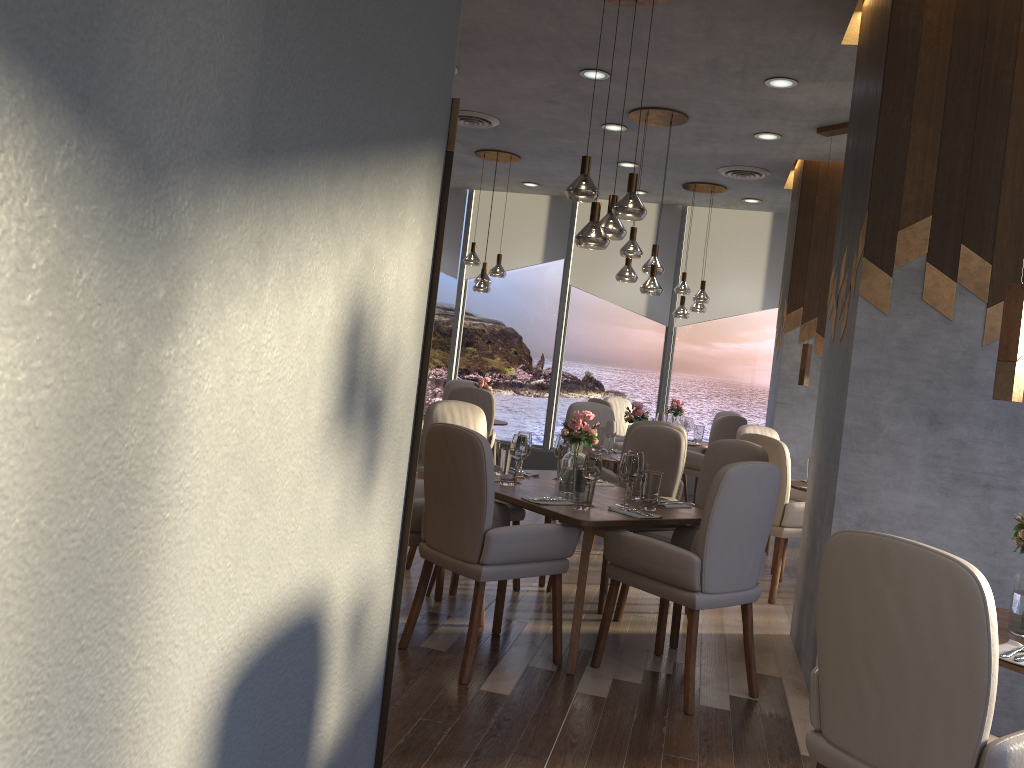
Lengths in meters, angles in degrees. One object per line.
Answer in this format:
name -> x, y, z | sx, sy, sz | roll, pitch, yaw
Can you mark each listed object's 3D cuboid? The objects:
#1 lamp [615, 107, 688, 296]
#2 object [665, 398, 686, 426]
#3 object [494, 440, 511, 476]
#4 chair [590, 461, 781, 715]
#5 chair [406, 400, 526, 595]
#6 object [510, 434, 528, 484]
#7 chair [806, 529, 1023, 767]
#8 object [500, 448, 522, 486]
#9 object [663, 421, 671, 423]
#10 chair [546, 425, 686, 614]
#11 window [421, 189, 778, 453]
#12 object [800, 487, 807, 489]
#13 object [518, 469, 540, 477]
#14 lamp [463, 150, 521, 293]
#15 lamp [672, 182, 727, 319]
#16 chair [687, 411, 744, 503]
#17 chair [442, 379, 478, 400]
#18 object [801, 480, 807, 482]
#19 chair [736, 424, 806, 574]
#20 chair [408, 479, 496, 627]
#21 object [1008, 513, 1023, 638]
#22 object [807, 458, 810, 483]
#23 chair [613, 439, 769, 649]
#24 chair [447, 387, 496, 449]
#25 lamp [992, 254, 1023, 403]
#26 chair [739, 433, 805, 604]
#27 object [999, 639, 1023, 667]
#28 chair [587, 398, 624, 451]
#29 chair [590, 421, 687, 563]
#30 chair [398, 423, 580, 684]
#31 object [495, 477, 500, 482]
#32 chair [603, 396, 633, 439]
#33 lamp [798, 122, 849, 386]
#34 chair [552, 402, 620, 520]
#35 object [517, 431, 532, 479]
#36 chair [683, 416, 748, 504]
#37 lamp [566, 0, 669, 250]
lamp -> 1.009, -1.326, 6.571 | 0.440, 1.326, 0.439 | 7, 0, 20
object -> 1.624, 0.348, 8.838 | 0.197, 0.416, 0.210 | 6, 0, -40
object -> -0.050, 0.396, 4.731 | 0.102, 0.178, 0.102 | 7, 0, -7
chair -> 0.757, 0.779, 3.773 | 0.527, 1.000, 0.601 | 6, 0, -40
chair -> -0.246, 0.621, 5.085 | 0.527, 1.000, 0.601 | 6, 0, -34
object -> 0.029, 0.380, 4.495 | 0.092, 0.244, 0.092 | 7, 0, 8
chair -> 1.043, 0.863, 2.160 | 0.598, 1.000, 0.529 | 6, 0, -35
object -> -0.011, 0.412, 4.392 | 0.102, 0.178, 0.102 | 7, 0, 2
object -> 1.486, 0.458, 8.598 | 0.102, 0.178, 0.102 | 7, 0, -15
chair -> 0.618, 0.723, 5.047 | 0.598, 1.000, 0.529 | 6, 0, -39
window -> 0.926, -0.669, 7.306 | 8.047, 3.199, 16.153 | 6, 2, -33
object -> 2.033, 0.689, 5.829 | 0.254, 0.019, 0.158 | 6, 2, -31
object -> 0.046, 0.484, 4.859 | 0.157, 0.019, 0.255 | 6, 2, -33
lamp -> -0.213, -1.529, 8.491 | 0.440, 1.326, 0.439 | 7, 0, 15
lamp -> 1.841, -1.300, 8.824 | 0.439, 1.326, 0.440 | 7, 0, -20
chair -> 2.010, 0.757, 9.133 | 0.599, 1.000, 0.529 | 6, 0, -30
chair -> -0.522, 0.464, 9.053 | 0.528, 1.000, 0.600 | 7, 0, -7
object -> 2.169, 0.693, 6.207 | 0.157, 0.019, 0.255 | 6, 2, -33
chair -> 1.938, 0.830, 6.535 | 0.527, 1.000, 0.601 | 6, 0, -28
chair -> -0.442, 0.623, 4.260 | 0.599, 1.000, 0.529 | 6, 0, -34
object -> 1.562, 0.536, 2.593 | 0.210, 0.416, 0.198 | 7, 0, -10
object -> 2.073, 0.605, 6.078 | 0.102, 0.178, 0.102 | 7, 0, -7
chair -> 0.950, 0.776, 4.590 | 0.599, 1.000, 0.529 | 6, 0, -34
chair -> -0.417, 0.512, 7.897 | 0.528, 1.000, 0.600 | 7, 0, -6
lamp -> 1.783, -0.806, 2.533 | 1.159, 1.931, 0.118 | 6, 0, -33
chair -> 1.724, 0.833, 5.660 | 0.599, 1.000, 0.529 | 6, 0, -31
object -> 1.380, 0.721, 2.377 | 0.254, 0.019, 0.158 | 5, 2, -39
chair -> 1.001, 0.657, 8.571 | 0.599, 1.000, 0.529 | 6, 0, -31
chair -> 0.848, 0.720, 5.972 | 0.528, 1.000, 0.600 | 7, 0, -11
chair -> -0.091, 0.678, 3.813 | 0.598, 1.000, 0.529 | 6, 0, -42
object -> -0.149, 0.472, 4.496 | 0.254, 0.019, 0.158 | 5, 2, -34
chair -> 1.214, 0.658, 9.323 | 0.527, 1.000, 0.601 | 6, 0, -34
lamp -> 2.451, -0.835, 5.948 | 0.118, 1.931, 1.163 | 7, 0, -33
chair -> 0.656, 0.662, 7.117 | 0.528, 1.000, 0.600 | 7, 0, -11
object -> 0.055, 0.377, 4.693 | 0.092, 0.244, 0.092 | 7, 0, 15
chair -> 1.832, 0.761, 8.343 | 0.527, 1.000, 0.601 | 6, 0, -33
lamp -> 0.514, -1.316, 4.402 | 0.439, 1.326, 0.439 | 7, 0, -2
